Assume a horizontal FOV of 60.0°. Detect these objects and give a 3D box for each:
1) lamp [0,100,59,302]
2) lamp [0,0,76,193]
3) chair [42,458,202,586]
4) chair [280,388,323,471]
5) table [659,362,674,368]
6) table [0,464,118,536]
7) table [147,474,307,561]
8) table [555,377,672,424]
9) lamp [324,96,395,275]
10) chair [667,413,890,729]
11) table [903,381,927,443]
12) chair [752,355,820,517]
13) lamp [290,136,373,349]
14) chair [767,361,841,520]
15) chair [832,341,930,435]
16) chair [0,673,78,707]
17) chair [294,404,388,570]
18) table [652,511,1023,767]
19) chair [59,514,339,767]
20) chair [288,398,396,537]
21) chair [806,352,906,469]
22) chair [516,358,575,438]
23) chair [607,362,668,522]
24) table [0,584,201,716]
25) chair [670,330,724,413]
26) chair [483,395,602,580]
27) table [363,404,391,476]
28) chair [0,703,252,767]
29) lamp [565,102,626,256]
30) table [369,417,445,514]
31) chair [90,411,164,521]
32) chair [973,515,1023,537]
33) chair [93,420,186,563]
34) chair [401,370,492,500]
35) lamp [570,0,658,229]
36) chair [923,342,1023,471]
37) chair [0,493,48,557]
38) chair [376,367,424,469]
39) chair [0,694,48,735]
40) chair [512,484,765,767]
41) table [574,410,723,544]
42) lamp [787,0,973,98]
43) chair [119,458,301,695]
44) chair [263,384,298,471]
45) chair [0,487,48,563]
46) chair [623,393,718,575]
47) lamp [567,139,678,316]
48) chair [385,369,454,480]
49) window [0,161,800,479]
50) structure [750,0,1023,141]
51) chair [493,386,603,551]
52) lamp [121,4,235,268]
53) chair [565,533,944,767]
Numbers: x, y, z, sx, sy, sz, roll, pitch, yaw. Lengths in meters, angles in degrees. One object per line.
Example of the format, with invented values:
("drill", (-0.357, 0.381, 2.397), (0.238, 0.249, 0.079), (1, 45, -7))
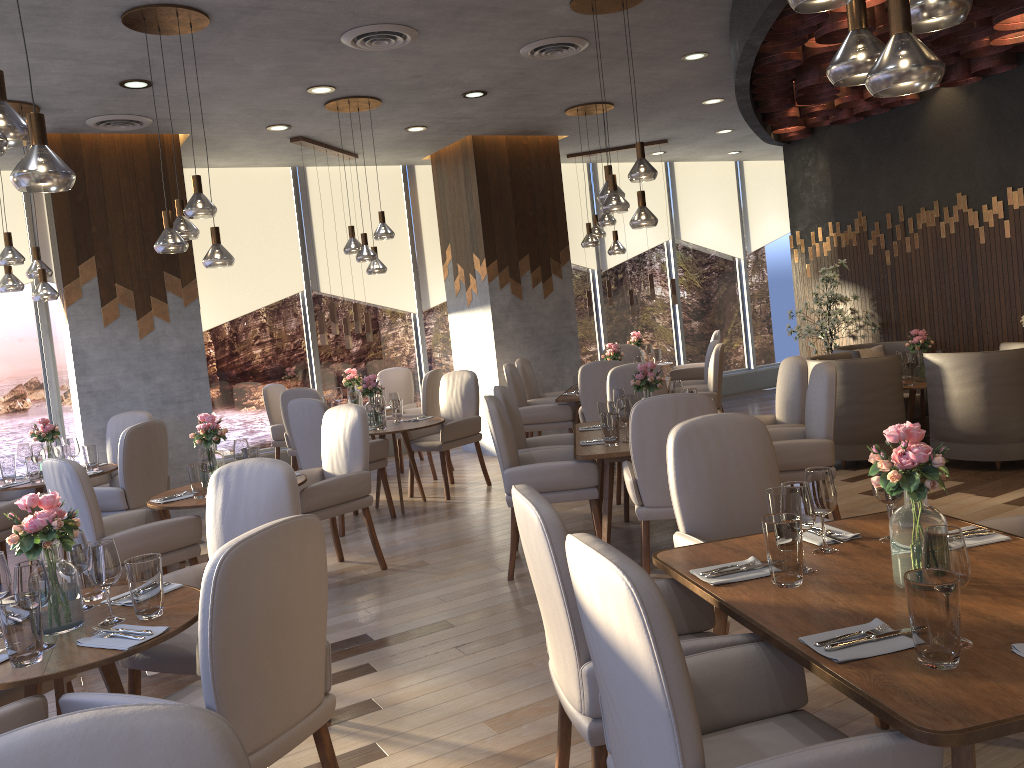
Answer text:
("lamp", (-3.391, -1.218, 6.067), (0.439, 1.324, 0.440), (-4, 3, 28))
("lamp", (-1.550, -1.126, 2.540), (0.440, 1.324, 0.439), (-8, 4, -36))
("chair", (-1.924, 0.808, 4.414), (0.528, 0.999, 0.601), (-3, 4, 41))
("chair", (-1.709, 0.497, 7.934), (0.528, 0.999, 0.601), (-5, 4, 21))
("table", (1.503, 0.123, 10.373), (0.836, 0.661, 0.833), (-9, 5, -38))
("table", (-3.143, 0.963, 6.160), (0.836, 0.661, 0.833), (-10, 5, -42))
("table", (-1.508, 0.896, 4.848), (0.833, 0.661, 0.836), (-5, 4, 21))
("table", (0.990, 0.363, 8.090), (0.964, 0.664, 1.310), (-5, 4, 12))
("lamp", (-1.168, -1.526, 6.937), (0.440, 1.324, 0.439), (-7, 3, -22))
("chair", (0.867, 0.622, 3.047), (0.529, 0.999, 0.600), (-7, 3, -15))
("table", (3.295, 0.255, 7.051), (0.836, 0.561, 0.833), (-9, 5, -36))
("chair", (1.537, 0.351, 5.484), (0.600, 0.999, 0.529), (-6, 3, 0))
("lamp", (-1.665, -1.296, 8.475), (0.118, 1.928, 1.164), (-5, 3, 16))
("chair", (1.513, 0.400, 4.915), (0.599, 0.999, 0.529), (-6, 3, 7))
("chair", (3.125, 0.083, 7.681), (0.775, 0.836, 0.596), (-7, 4, -19))
("chair", (-1.804, 0.918, 2.911), (0.599, 0.999, 0.530), (-4, 4, 28))
("chair", (-1.139, 0.655, 5.261), (0.528, 0.999, 0.601), (-3, 4, 42))
("table", (1.061, 0.834, 2.244), (0.965, 0.664, 1.308), (-7, 4, -12))
("chair", (-0.785, 0.854, 2.360), (0.599, 0.999, 0.530), (-4, 4, 27))
("chair", (-1.280, 0.561, 6.584), (0.527, 0.999, 0.601), (-4, 4, 37))
("chair", (2.615, 0.200, 6.909), (0.596, 0.836, 0.775), (-7, 4, -9))
("chair", (0.391, 0.228, 8.483), (0.599, 0.999, 0.529), (-5, 3, 14))
("chair", (0.916, 0.368, 6.089), (0.528, 0.999, 0.601), (-6, 3, 2))
("table", (-1.308, 1.054, 2.654), (0.835, 0.661, 0.834), (-8, 5, -30))
("chair", (2.126, -0.095, 10.166), (0.599, 0.999, 0.529), (-5, 3, 14))
("chair", (0.188, 0.533, 5.026), (0.599, 0.999, 0.529), (-6, 3, 2))
("table", (-1.469, 0.587, 8.574), (0.834, 0.661, 0.835), (-7, 4, -9))
("chair", (-0.434, 0.937, 0.897), (0.529, 0.999, 0.600), (-7, 3, -15))
("lamp", (0.767, -1.820, 8.005), (0.440, 1.324, 0.439), (-9, 4, -44))
("table", (-0.911, 0.654, 7.029), (0.833, 0.661, 0.836), (-3, 5, 35))
("chair", (-2.974, 0.736, 6.654), (0.528, 0.999, 0.601), (-5, 3, 15))
("chair", (1.628, 0.574, 2.643), (0.600, 0.999, 0.528), (-7, 3, -17))
("chair", (-2.587, 0.758, 5.879), (0.599, 0.999, 0.529), (-5, 3, 18))
("chair", (-0.562, 0.411, 7.489), (0.528, 0.999, 0.601), (-4, 4, 38))
("lamp", (0.624, -1.572, 5.168), (0.440, 1.324, 0.439), (-7, 3, -24))
("chair", (3.460, 0.156, 6.343), (0.775, 0.836, 0.596), (-7, 4, -14))
("chair", (-3.285, 0.861, 5.539), (0.528, 0.999, 0.601), (-5, 3, 14))
("chair", (-1.275, 0.351, 9.145), (0.528, 0.999, 0.601), (-5, 3, 18))
("chair", (-1.529, 0.952, 2.134), (0.528, 0.999, 0.601), (-5, 4, 23))
("chair", (0.351, 0.733, 2.363), (0.600, 0.999, 0.529), (-7, 3, -10))
("table", (0.882, 0.605, 5.270), (0.964, 0.664, 1.310), (-6, 4, 4))
("lamp", (0.847, -1.349, 2.146), (0.439, 1.324, 0.440), (-6, 3, 10))
("chair", (-1.048, 0.815, 3.186), (0.528, 0.999, 0.601), (-5, 4, 24))
("chair", (-2.059, 0.471, 8.699), (0.599, 0.999, 0.529), (-5, 3, 14))
("chair", (-3.678, 0.843, 6.264), (0.599, 0.999, 0.529), (-5, 3, 19))
("chair", (0.828, 0.513, 4.425), (0.528, 0.999, 0.601), (-6, 3, 7))
("lamp", (1.308, -1.757, 10.240), (1.160, 1.928, 0.118), (-5, 3, 16))
("chair", (-0.918, 0.378, 8.354), (0.599, 0.999, 0.529), (-5, 3, 18))
("window", (-1.637, -0.749, 6.479), (8.054, 3.193, 16.165), (-5, 5, 16))
("structure", (2.705, -2.239, 4.058), (2.754, 0.556, 9.472), (-6, 5, 1))
("chair", (0.233, 0.482, 5.589), (0.599, 0.999, 0.529), (-6, 3, 7))
("lamp", (-1.770, -1.283, 4.744), (0.440, 1.324, 0.439), (-8, 3, -27))
("chair", (0.471, 0.765, 1.811), (0.600, 0.999, 0.528), (-7, 3, -15))
